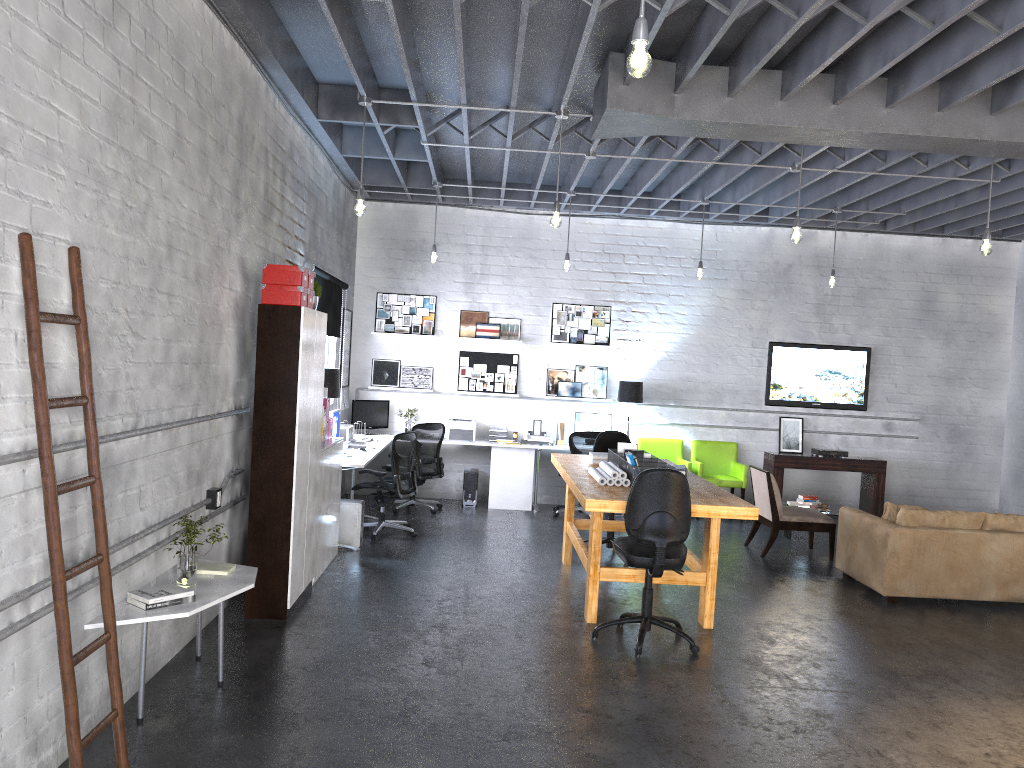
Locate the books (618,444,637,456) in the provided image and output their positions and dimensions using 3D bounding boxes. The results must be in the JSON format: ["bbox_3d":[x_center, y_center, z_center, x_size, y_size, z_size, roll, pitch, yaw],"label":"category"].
[{"bbox_3d":[0.976,0.614,7.486,0.158,0.200,0.082,3,2,-2],"label":"books"}]

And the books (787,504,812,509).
[{"bbox_3d":[3.236,1.390,9.980,0.174,0.045,0.240,3,1,-13],"label":"books"}]

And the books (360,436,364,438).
[{"bbox_3d":[-1.827,0.587,10.037,0.297,0.006,0.210,3,1,0],"label":"books"}]

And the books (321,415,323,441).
[{"bbox_3d":[-1.638,0.305,7.190,0.197,0.339,0.065,3,2,-2],"label":"books"}]

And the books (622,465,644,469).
[{"bbox_3d":[0.987,0.642,6.770,0.232,0.027,0.184,2,2,-30],"label":"books"}]

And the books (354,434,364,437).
[{"bbox_3d":[-1.828,0.577,10.041,0.297,0.006,0.210,3,1,-2],"label":"books"}]

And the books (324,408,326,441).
[{"bbox_3d":[-1.664,0.335,7.377,0.220,0.271,0.082,3,2,-2],"label":"books"}]

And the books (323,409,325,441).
[{"bbox_3d":[-1.663,0.338,7.316,0.219,0.267,0.060,3,2,3],"label":"books"}]

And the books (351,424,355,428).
[{"bbox_3d":[-1.872,0.526,10.355,0.017,0.121,0.184,4,2,13],"label":"books"}]

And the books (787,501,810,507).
[{"bbox_3d":[3.230,1.353,10.000,0.223,0.027,0.161,3,1,7],"label":"books"}]

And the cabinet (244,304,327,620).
[{"bbox_3d":[-1.559,0.503,6.181,0.291,2.048,0.872,3,2,-2],"label":"cabinet"}]

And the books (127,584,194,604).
[{"bbox_3d":[-1.666,0.994,4.206,0.185,0.022,0.234,4,2,36],"label":"books"}]

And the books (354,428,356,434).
[{"bbox_3d":[-1.851,0.559,10.360,0.037,0.076,0.102,4,2,13],"label":"books"}]

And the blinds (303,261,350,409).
[{"bbox_3d":[-1.893,-0.307,9.000,0.100,1.633,2.118,3,2,-2],"label":"blinds"}]

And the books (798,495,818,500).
[{"bbox_3d":[3.433,1.315,10.282,0.185,0.041,0.128,3,1,-8],"label":"books"}]

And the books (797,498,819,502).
[{"bbox_3d":[3.432,1.347,10.291,0.208,0.024,0.144,3,1,-17],"label":"books"}]

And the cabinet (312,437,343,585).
[{"bbox_3d":[-1.720,0.983,7.234,0.465,1.022,1.151,3,2,-2],"label":"cabinet"}]

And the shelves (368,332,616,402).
[{"bbox_3d":[-0.245,-0.209,11.046,3.024,0.694,0.199,3,2,-2],"label":"shelves"}]

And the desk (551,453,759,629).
[{"bbox_3d":[0.952,1.187,7.084,1.115,0.927,2.830,3,1,-2],"label":"desk"}]

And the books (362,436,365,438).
[{"bbox_3d":[-1.829,0.592,10.037,0.297,0.006,0.210,3,1,-2],"label":"books"}]

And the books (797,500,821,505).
[{"bbox_3d":[3.442,1.373,10.289,0.161,0.026,0.223,2,2,-33],"label":"books"}]

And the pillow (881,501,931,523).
[{"bbox_3d":[3.360,1.207,7.572,0.523,0.403,0.319,4,2,18],"label":"pillow"}]

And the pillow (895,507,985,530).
[{"bbox_3d":[3.505,1.221,7.366,0.704,0.402,0.290,3,2,-2],"label":"pillow"}]

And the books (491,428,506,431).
[{"bbox_3d":[-0.173,0.567,11.007,0.134,0.008,0.203,3,1,-19],"label":"books"}]

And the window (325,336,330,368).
[{"bbox_3d":[-2.023,-0.375,8.994,0.030,1.220,1.820,3,2,-2],"label":"window"}]

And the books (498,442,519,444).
[{"bbox_3d":[-0.039,0.714,10.702,0.211,0.014,0.148,2,2,-38],"label":"books"}]

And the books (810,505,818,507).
[{"bbox_3d":[3.413,1.399,10.294,0.223,0.032,0.161,3,2,-22],"label":"books"}]

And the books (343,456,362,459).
[{"bbox_3d":[-1.526,0.676,8.267,0.209,0.012,0.158,4,1,21],"label":"books"}]

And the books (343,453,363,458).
[{"bbox_3d":[-1.522,0.665,8.271,0.212,0.010,0.170,4,2,24],"label":"books"}]

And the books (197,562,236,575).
[{"bbox_3d":[-1.658,1.011,4.856,0.248,0.021,0.176,3,1,-3],"label":"books"}]

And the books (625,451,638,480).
[{"bbox_3d":[0.880,0.615,6.447,0.108,0.234,0.166,3,2,-2],"label":"books"}]

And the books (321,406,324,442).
[{"bbox_3d":[-1.628,0.324,7.265,0.159,0.299,0.026,3,2,-2],"label":"books"}]

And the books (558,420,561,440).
[{"bbox_3d":[0.586,0.599,11.005,0.043,0.296,0.210,3,2,-2],"label":"books"}]

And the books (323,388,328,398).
[{"bbox_3d":[-1.655,0.157,7.485,0.192,0.267,0.060,3,2,-2],"label":"books"}]

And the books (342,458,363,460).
[{"bbox_3d":[-1.524,0.688,8.266,0.213,0.012,0.158,4,1,23],"label":"books"}]

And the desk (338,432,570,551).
[{"bbox_3d":[-0.251,1.130,9.552,3.575,0.786,3.296,3,1,-2],"label":"desk"}]

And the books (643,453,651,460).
[{"bbox_3d":[1.013,0.634,6.980,0.143,0.188,0.061,3,2,-2],"label":"books"}]

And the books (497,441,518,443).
[{"bbox_3d":[-0.054,0.699,10.689,0.211,0.014,0.148,3,2,-27],"label":"books"}]

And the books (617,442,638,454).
[{"bbox_3d":[0.978,0.606,7.517,0.171,0.211,0.046,3,2,-2],"label":"books"}]

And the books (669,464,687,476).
[{"bbox_3d":[1.318,0.705,7.331,0.244,0.067,0.298,3,1,8],"label":"books"}]

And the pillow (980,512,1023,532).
[{"bbox_3d":[4.179,1.259,7.390,0.666,0.402,0.290,3,2,-2],"label":"pillow"}]

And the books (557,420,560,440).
[{"bbox_3d":[0.578,0.599,11.001,0.036,0.296,0.210,3,2,-2],"label":"books"}]

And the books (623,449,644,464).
[{"bbox_3d":[0.946,0.617,6.946,0.158,0.214,0.063,3,2,-2],"label":"books"}]

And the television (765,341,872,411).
[{"bbox_3d":[3.883,-0.095,11.250,1.324,0.817,0.021,3,2,-2],"label":"television"}]

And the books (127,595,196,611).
[{"bbox_3d":[-1.668,1.021,4.217,0.185,0.031,0.250,4,2,40],"label":"books"}]

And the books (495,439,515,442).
[{"bbox_3d":[-0.080,0.683,10.684,0.211,0.014,0.148,4,1,13],"label":"books"}]

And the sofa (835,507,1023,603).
[{"bbox_3d":[4.130,1.505,7.642,2.330,0.629,1.104,3,2,-2],"label":"sofa"}]

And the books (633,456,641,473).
[{"bbox_3d":[0.913,0.630,6.434,0.097,0.209,0.157,3,2,-2],"label":"books"}]
